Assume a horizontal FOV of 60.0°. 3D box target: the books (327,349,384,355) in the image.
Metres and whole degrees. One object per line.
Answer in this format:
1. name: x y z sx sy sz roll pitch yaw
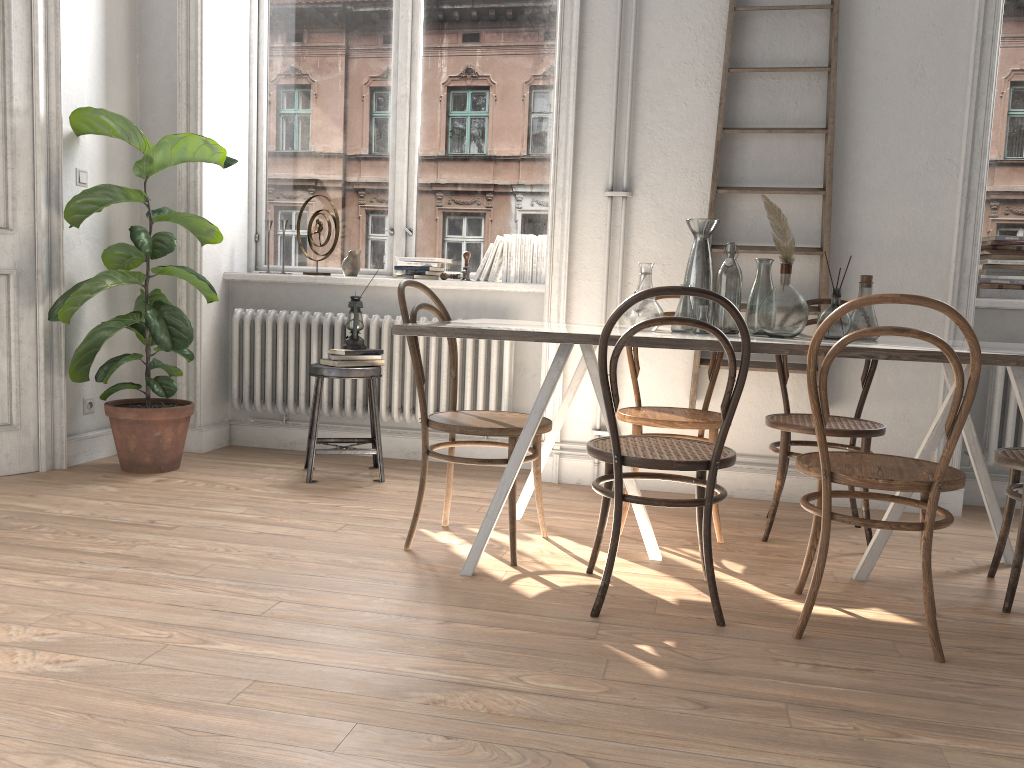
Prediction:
1. books: -0.738 -0.152 4.180 0.147 0.027 0.221 8 8 44

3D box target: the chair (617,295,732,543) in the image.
1. chair: 0.636 0.101 3.482 0.438 0.921 0.549 3 6 10

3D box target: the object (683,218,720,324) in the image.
1. object: 0.649 -0.374 3.072 0.116 0.383 0.116 5 7 23

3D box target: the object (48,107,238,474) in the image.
1. object: 0.757 -0.345 3.331 5.826 1.844 0.791 4 6 17

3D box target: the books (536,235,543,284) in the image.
1. books: 0.157 -0.633 4.538 0.024 0.243 0.175 4 6 12

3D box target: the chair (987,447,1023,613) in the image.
1. chair: 1.769 0.226 2.684 0.549 0.921 0.437 5 7 24

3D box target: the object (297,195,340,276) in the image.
1. object: -1.033 -0.792 4.730 0.347 0.425 0.087 8 8 44

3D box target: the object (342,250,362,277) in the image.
1. object: -0.851 -0.640 4.702 0.100 0.142 0.102 1 6 -13

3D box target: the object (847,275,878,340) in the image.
1. object: 1.162 -0.253 2.926 0.101 0.212 0.101 -2 8 -39

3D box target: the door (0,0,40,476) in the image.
1. door: -2.385 -0.976 3.460 0.216 2.817 1.096 7 8 36

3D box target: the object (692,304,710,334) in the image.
1. object: 0.619 -0.211 2.881 0.058 0.094 0.058 7 8 40

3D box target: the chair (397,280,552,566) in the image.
1. chair: -0.130 0.107 3.103 0.549 0.921 0.437 5 6 20

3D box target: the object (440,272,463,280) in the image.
1. object: -0.307 -0.562 4.613 0.153 0.048 0.088 -2 7 -38

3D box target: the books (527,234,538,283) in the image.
1. books: 0.108 -0.634 4.526 0.019 0.244 0.174 4 6 12

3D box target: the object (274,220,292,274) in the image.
1. object: -1.225 -0.733 4.756 0.095 0.289 0.095 6 7 34

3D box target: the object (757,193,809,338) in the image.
1. object: 0.872 -0.371 2.819 0.156 0.446 0.157 6 7 30

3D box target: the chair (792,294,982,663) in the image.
1. chair: 0.997 0.221 2.415 0.437 0.921 0.549 5 7 23

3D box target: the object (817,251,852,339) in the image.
1. object: 1.050 -0.287 2.869 0.107 0.284 0.106 3 6 7

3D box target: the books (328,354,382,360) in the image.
1. books: -0.740 -0.129 4.182 0.232 0.029 0.162 1 6 -17

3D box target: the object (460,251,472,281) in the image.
1. object: -0.233 -0.603 4.536 0.048 0.153 0.087 0 6 -18

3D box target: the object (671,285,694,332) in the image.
1. object: 0.580 -0.254 2.983 0.083 0.158 0.083 3 6 8

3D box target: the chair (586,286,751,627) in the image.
1. chair: 0.433 0.183 2.569 0.438 0.921 0.549 3 6 7

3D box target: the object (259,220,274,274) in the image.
1. object: -1.328 -0.746 4.836 0.095 0.289 0.095 8 8 43

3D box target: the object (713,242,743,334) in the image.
1. object: 0.720 -0.318 2.947 0.086 0.301 0.086 2 6 -2

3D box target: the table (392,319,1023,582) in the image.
1. table: 0.826 0.232 2.934 2.200 0.780 1.099 4 6 12

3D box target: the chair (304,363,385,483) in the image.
1. chair: -0.788 0.171 4.185 0.364 0.523 0.360 1 6 -14

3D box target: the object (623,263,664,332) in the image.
1. object: 0.430 -0.282 2.882 0.132 0.219 0.132 2 6 1

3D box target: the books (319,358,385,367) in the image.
1. books: -0.753 -0.104 4.185 0.246 0.034 0.193 -2 7 -38

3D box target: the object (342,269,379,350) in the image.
1. object: -0.713 -0.356 4.185 0.163 0.384 0.154 1 6 -14

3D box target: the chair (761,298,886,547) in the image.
1. chair: 1.213 0.128 3.442 0.438 0.921 0.549 4 6 19

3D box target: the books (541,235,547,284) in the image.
1. books: 0.177 -0.630 4.514 0.024 0.243 0.175 4 6 12

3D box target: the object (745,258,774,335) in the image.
1. object: 0.845 -0.294 2.997 0.098 0.255 0.100 1 6 -11
